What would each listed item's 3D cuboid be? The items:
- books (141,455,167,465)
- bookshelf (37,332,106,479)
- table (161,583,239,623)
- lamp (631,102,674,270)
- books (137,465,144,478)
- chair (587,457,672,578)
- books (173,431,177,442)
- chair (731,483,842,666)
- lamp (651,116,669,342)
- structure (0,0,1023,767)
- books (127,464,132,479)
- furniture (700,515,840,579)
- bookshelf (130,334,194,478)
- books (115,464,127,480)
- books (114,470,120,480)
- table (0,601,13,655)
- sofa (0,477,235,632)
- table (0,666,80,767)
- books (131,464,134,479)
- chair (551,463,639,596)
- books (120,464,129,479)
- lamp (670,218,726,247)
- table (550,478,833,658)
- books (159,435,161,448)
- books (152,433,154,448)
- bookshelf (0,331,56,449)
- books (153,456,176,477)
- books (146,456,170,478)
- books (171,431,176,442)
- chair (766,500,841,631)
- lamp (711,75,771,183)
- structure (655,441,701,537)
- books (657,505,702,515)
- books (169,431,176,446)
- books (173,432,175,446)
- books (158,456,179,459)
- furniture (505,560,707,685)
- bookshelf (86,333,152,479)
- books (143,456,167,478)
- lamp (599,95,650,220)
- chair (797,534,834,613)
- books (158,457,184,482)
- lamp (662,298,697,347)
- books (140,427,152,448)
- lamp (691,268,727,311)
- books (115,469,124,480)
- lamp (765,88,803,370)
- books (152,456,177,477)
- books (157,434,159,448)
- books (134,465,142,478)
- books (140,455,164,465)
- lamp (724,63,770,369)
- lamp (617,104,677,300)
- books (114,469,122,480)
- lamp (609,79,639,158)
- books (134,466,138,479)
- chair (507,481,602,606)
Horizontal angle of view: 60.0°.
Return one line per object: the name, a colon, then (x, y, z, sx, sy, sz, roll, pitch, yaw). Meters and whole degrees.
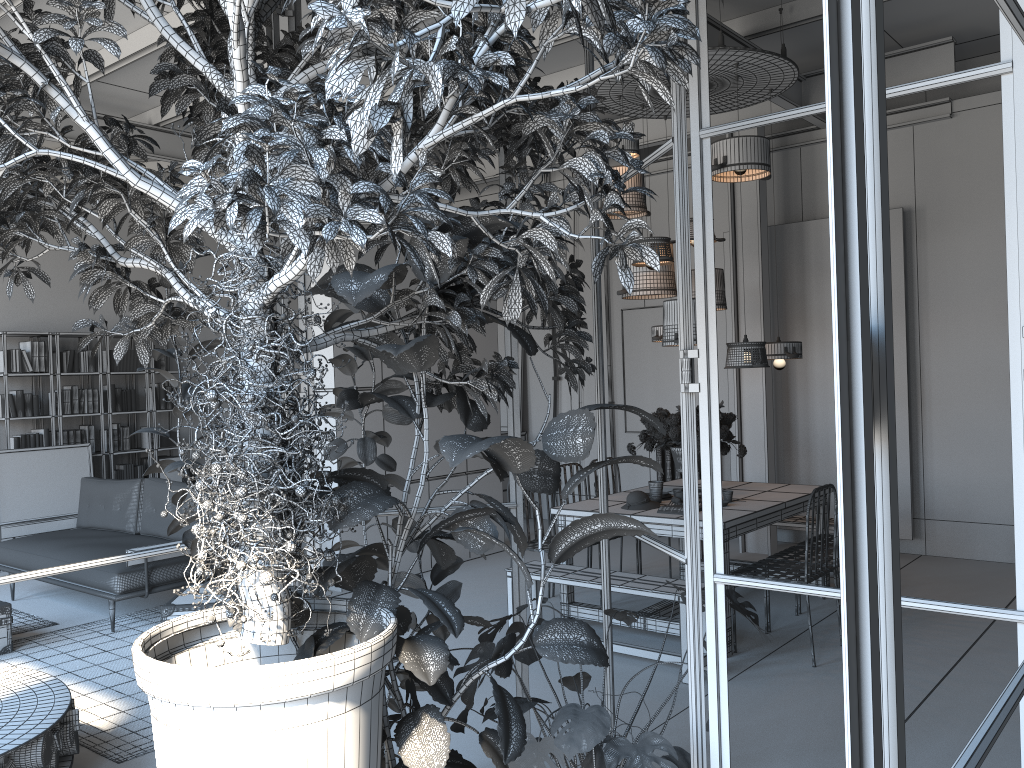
books: (-4.060, 0.988, 10.095, 0.033, 0.326, 0.303, -2, 1, 39)
bookshelf: (-4.582, 0.614, 9.251, 0.455, 2.276, 0.455, -2, 1, 39)
table: (-1.859, 1.527, 5.825, 0.706, 0.330, 0.667, -2, 0, -6)
lamp: (0.956, -1.438, 6.114, 0.359, 1.306, 0.301, -2, 0, 32)
books: (-4.091, 1.019, 9.729, 0.184, 0.254, 0.025, -2, 1, 39)
chair: (0.932, 1.083, 7.083, 0.488, 0.975, 0.474, -2, 1, 39)
books: (-3.853, 0.628, 10.100, 0.134, 0.177, 0.012, -2, 1, 39)
chair: (1.620, 1.073, 5.234, 0.488, 0.975, 0.474, -2, 1, 39)
lamp: (1.232, -1.207, 6.961, 0.323, 1.798, 0.404, -2, 0, 7)
structure: (-0.394, -0.025, 1.873, 2.452, 3.454, 2.994, -2, 1, 39)
books: (-4.181, 1.008, 9.618, 0.202, 0.278, 0.027, -2, 1, 39)
furniture: (2.103, 1.299, 7.073, 1.260, 0.478, 0.300, -2, 1, 39)
bookshelf: (-3.947, 0.588, 10.033, 0.455, 2.276, 0.455, -2, 1, 39)
books: (-4.215, 1.010, 9.576, 0.202, 0.278, 0.027, -2, 1, 39)
books: (-4.259, 1.036, 9.521, 0.165, 0.227, 0.022, -2, 1, 39)
table: (-3.645, 1.587, 5.639, 0.706, 0.330, 0.667, -2, 1, 39)
sofa: (-3.146, 1.233, 6.895, 2.347, 0.948, 0.952, -2, 1, 39)
table: (-2.618, 1.530, 3.377, 1.708, 0.387, 1.709, -2, 0, 31)
books: (-4.165, 1.008, 9.640, 0.202, 0.278, 0.027, -2, 1, 39)
chair: (0.619, 1.096, 6.698, 0.488, 0.975, 0.474, -2, 1, 39)
books: (-4.199, 1.009, 9.598, 0.202, 0.278, 0.027, -2, 1, 39)
lamp: (1.368, -1.562, 6.637, 0.359, 1.094, 0.301, -2, 0, -33)
table: (1.303, 1.188, 6.136, 1.239, 0.819, 1.784, -2, 1, 39)
books: (-3.976, 0.633, 9.947, 0.134, 0.177, 0.012, -2, 1, 39)
books: (-4.044, 0.605, 9.931, 0.053, 0.229, 0.162, -2, 1, -43)
bookshelf: (-4.905, 0.627, 8.882, 0.455, 2.276, 0.455, -2, 1, 39)
books: (-3.882, 0.982, 9.937, 0.027, 0.326, 0.272, -2, 1, 39)
books: (-3.969, 0.986, 10.027, 0.056, 0.315, 0.317, -2, 1, 39)
books: (-3.860, 0.628, 10.091, 0.134, 0.177, 0.012, -2, 1, 39)
chair: (1.933, 1.060, 5.619, 0.488, 0.975, 0.474, -2, 1, 39)
lamp: (1.549, -1.762, 6.057, 0.403, 0.687, 0.505, -2, 0, 17)
structure: (1.770, 1.063, 8.891, 0.733, 1.007, 0.328, -2, 1, 39)
books: (1.048, 0.772, 5.505, 0.202, 0.041, 0.249, -2, 1, 37)
books: (-3.867, 0.628, 10.082, 0.134, 0.177, 0.012, -2, 1, 39)
books: (-3.875, 0.629, 10.073, 0.134, 0.177, 0.012, -2, 1, 39)
books: (-3.838, 0.983, 9.914, 0.068, 0.327, 0.303, -2, 1, 40)
furniture: (0.545, 1.363, 5.195, 1.260, 0.478, 0.300, -2, 1, 39)
bookshelf: (-4.263, 0.601, 9.654, 0.455, 2.276, 0.455, -2, 1, 39)
books: (-4.017, 0.988, 10.066, 0.068, 0.318, 0.319, -2, 1, 39)
lamp: (0.792, -1.653, 6.402, 0.392, 0.870, 0.346, -2, 0, 10)
chair: (2.253, 1.046, 6.015, 0.488, 0.975, 0.474, -2, 1, 39)
books: (-3.798, 0.981, 9.883, 0.033, 0.326, 0.303, -2, 1, 39)
lamp: (1.097, -1.171, 5.736, 0.352, 1.845, 0.312, -2, 0, -25)
books: (-4.082, 0.598, 9.891, 0.170, 0.245, 0.043, -2, 1, 39)
lamp: (1.445, -1.335, 6.730, 0.364, 1.553, 0.322, -2, 0, -5)
books: (-4.231, 1.035, 9.556, 0.165, 0.227, 0.022, -2, 1, 39)
lamp: (1.890, -1.111, 6.372, 0.404, 2.026, 0.323, -2, 1, 42)
books: (-3.899, 0.982, 9.976, 0.037, 0.322, 0.333, -2, 1, 39)
books: (-4.012, 0.607, 9.961, 0.176, 0.232, 0.015, -2, 1, 39)
books: (-4.106, 1.019, 9.710, 0.184, 0.254, 0.025, -2, 1, 39)
books: (-4.087, 0.989, 10.116, 0.033, 0.326, 0.303, -2, 1, 39)
lamp: (1.505, -1.105, 5.820, 0.359, 2.004, 0.301, -2, 1, 37)
lamp: (1.007, -1.373, 6.644, 0.470, 1.447, 0.415, -2, 0, 10)
books: (-4.246, 1.035, 9.538, 0.165, 0.227, 0.022, -2, 1, 39)
lamp: (0.763, -1.803, 6.069, 0.202, 0.564, 0.253, -2, 0, -13)
books: (-4.152, 1.022, 9.688, 0.180, 0.244, 0.057, -2, 1, 39)
chair: (0.299, 1.109, 6.303, 0.488, 0.975, 0.474, -2, 1, 39)
